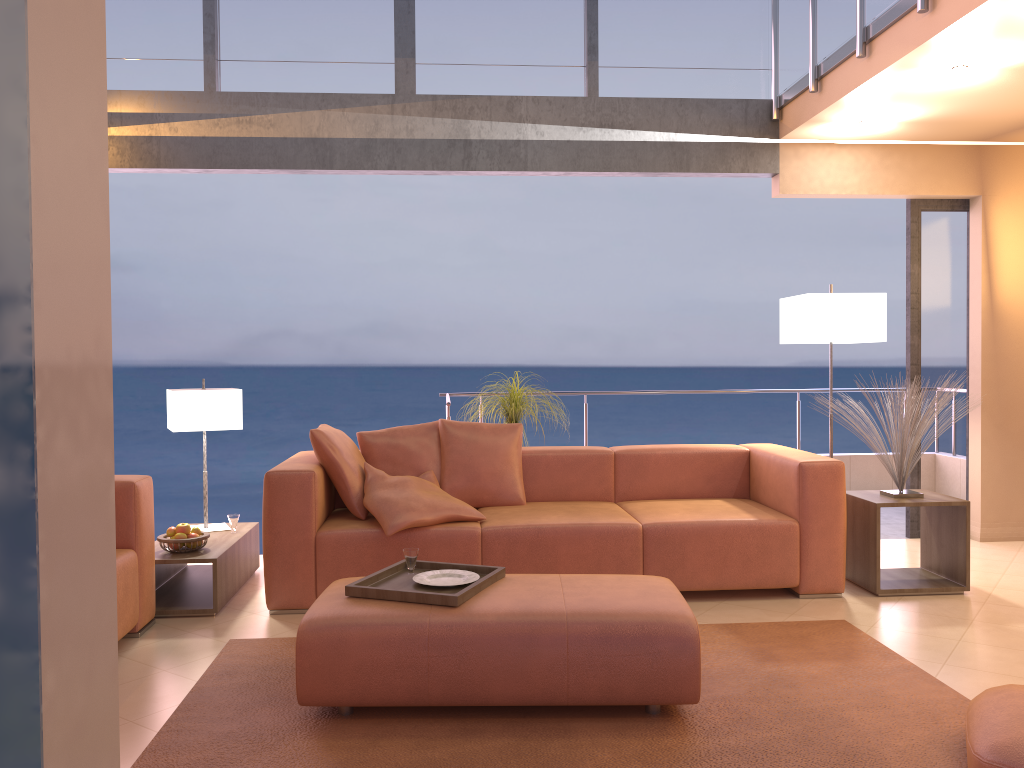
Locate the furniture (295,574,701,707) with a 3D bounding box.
[{"bbox_3d":[-0.041,0.864,3.103,1.291,0.301,0.685,0,1,1],"label":"furniture"}]

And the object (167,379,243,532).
[{"bbox_3d":[-1.635,0.372,4.722,0.344,0.799,0.344,-1,1,-26],"label":"object"}]

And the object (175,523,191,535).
[{"bbox_3d":[-1.544,0.686,4.163,0.069,0.061,0.068,-2,2,-43],"label":"object"}]

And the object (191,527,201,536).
[{"bbox_3d":[-1.499,0.703,4.207,0.045,0.053,0.051,0,1,19],"label":"object"}]

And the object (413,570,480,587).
[{"bbox_3d":[-0.236,0.702,3.179,0.240,0.018,0.240,-2,2,-41],"label":"object"}]

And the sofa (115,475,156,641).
[{"bbox_3d":[-1.932,0.758,2.540,0.943,0.672,2.781,-1,1,-4],"label":"sofa"}]

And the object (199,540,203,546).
[{"bbox_3d":[-1.494,0.750,4.219,0.046,0.046,0.055,-1,2,-27],"label":"object"}]

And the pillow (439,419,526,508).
[{"bbox_3d":[-0.163,0.418,4.699,0.470,0.468,0.211,-1,1,-9],"label":"pillow"}]

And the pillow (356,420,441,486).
[{"bbox_3d":[-0.554,0.421,4.673,0.492,0.446,0.255,-1,1,-21],"label":"pillow"}]

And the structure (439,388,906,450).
[{"bbox_3d":[1.567,0.340,6.424,4.176,0.541,1.663,-1,1,-4],"label":"structure"}]

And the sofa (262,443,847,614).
[{"bbox_3d":[0.202,0.691,4.581,2.781,0.672,0.943,-1,1,-4],"label":"sofa"}]

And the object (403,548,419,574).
[{"bbox_3d":[-0.377,0.664,3.313,0.061,0.091,0.061,-1,1,-20],"label":"object"}]

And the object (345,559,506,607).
[{"bbox_3d":[-0.297,0.699,3.151,0.421,0.034,0.436,0,1,21],"label":"object"}]

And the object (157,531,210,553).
[{"bbox_3d":[-1.548,0.749,4.184,0.235,0.071,0.235,-1,1,-12],"label":"object"}]

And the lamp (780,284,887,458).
[{"bbox_3d":[1.889,0.201,5.249,0.454,1.578,0.454,-1,1,-4],"label":"lamp"}]

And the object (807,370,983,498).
[{"bbox_3d":[1.950,0.243,4.535,0.703,0.634,0.700,1,2,42],"label":"object"}]

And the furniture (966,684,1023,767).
[{"bbox_3d":[1.597,0.986,2.355,0.699,0.226,0.659,0,1,25],"label":"furniture"}]

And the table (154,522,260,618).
[{"bbox_3d":[-1.571,0.912,4.446,0.412,0.268,0.918,-1,1,-4],"label":"table"}]

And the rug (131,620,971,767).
[{"bbox_3d":[0.212,1.066,2.857,2.626,0.005,1.833,-1,1,-4],"label":"rug"}]

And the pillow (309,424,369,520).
[{"bbox_3d":[-0.837,0.434,4.463,0.314,0.455,0.519,-1,1,-8],"label":"pillow"}]

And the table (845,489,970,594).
[{"bbox_3d":[1.959,0.780,4.462,0.469,0.436,0.415,-1,1,-4],"label":"table"}]

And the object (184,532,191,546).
[{"bbox_3d":[-1.554,0.736,4.211,0.077,0.065,0.076,0,1,7],"label":"object"}]

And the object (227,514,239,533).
[{"bbox_3d":[-1.450,0.727,4.619,0.061,0.091,0.061,0,2,36],"label":"object"}]

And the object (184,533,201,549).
[{"bbox_3d":[-1.499,0.736,4.160,0.074,0.076,0.072,0,1,5],"label":"object"}]

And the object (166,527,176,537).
[{"bbox_3d":[-1.597,0.694,4.162,0.047,0.046,0.054,-1,1,-18],"label":"object"}]

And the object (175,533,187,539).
[{"bbox_3d":[-1.538,0.714,4.117,0.055,0.047,0.045,-1,2,-27],"label":"object"}]

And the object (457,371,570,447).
[{"bbox_3d":[0.004,0.461,5.608,0.703,1.088,0.729,-1,2,-36],"label":"object"}]

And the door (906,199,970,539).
[{"bbox_3d":[2.755,-0.098,5.653,0.480,2.160,0.056,-1,1,-4],"label":"door"}]

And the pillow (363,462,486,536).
[{"bbox_3d":[-0.479,0.528,4.291,0.517,0.292,0.514,-1,2,-35],"label":"pillow"}]
